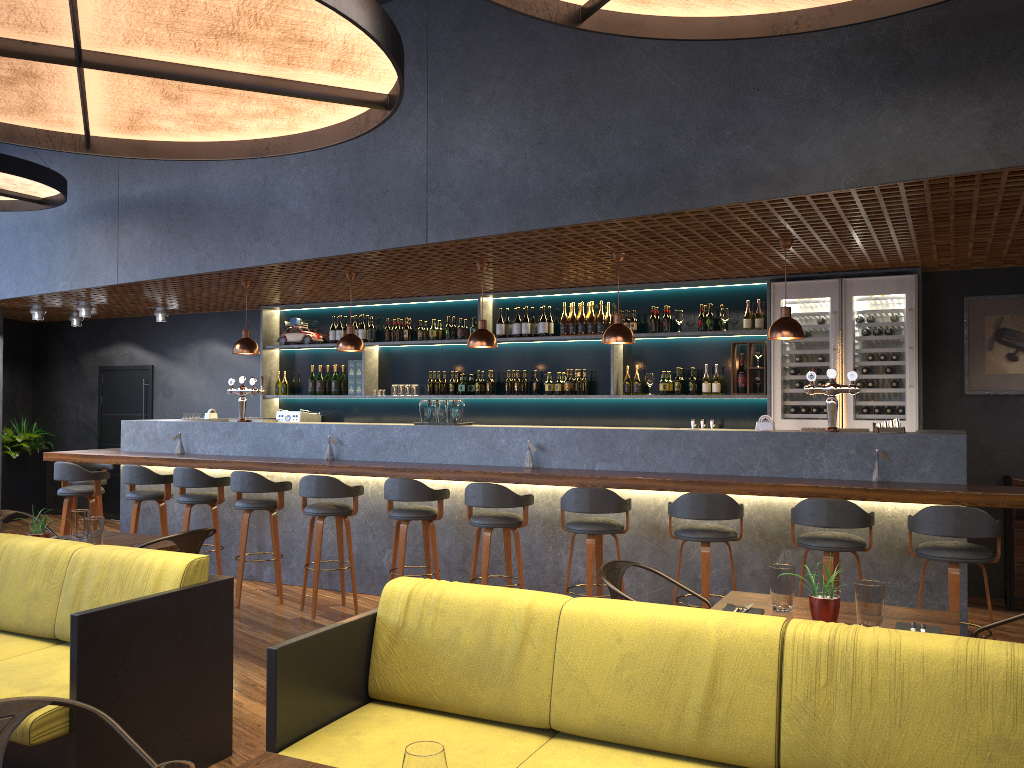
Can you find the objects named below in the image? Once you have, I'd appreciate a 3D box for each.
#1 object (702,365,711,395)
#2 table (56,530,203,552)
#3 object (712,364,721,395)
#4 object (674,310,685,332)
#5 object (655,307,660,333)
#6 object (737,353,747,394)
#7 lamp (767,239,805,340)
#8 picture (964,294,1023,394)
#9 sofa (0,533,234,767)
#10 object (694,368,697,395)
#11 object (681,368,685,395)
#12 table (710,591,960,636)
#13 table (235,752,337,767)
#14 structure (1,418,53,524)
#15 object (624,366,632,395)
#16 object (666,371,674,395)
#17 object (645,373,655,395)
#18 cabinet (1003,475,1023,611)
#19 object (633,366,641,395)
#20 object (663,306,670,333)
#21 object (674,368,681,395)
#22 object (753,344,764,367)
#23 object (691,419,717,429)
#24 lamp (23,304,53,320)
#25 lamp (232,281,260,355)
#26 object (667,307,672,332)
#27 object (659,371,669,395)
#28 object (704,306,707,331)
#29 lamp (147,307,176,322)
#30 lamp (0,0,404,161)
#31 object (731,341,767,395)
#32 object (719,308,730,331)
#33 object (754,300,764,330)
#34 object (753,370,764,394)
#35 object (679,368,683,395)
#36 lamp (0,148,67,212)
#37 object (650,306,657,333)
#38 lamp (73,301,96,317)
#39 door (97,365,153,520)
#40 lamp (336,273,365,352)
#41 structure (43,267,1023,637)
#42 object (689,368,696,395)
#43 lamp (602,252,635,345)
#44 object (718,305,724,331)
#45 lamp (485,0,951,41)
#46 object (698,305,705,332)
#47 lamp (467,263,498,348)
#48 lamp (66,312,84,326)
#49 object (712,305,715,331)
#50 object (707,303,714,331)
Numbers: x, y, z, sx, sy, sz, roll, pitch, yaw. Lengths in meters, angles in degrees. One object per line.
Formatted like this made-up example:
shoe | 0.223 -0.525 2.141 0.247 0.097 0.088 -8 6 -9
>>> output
object | 1.793 -0.039 8.176 0.079 0.281 0.079 0 -1 0
table | -2.453 1.311 5.105 0.887 0.763 0.906 0 -1 26
object | 1.877 -0.040 8.134 0.079 0.281 0.079 0 -1 20
object | 1.551 -0.580 8.226 0.097 0.206 0.097 0 -1 -5
object | 1.375 -0.600 8.412 0.063 0.254 0.063 0 -1 -11
object | 2.075 -0.093 8.005 0.091 0.369 0.092 0 -1 -4
lamp | 1.877 -0.646 6.079 0.250 0.673 0.250 1 -1 -31
picture | 4.209 -0.322 7.109 1.039 0.809 0.028 0 -1 26
sofa | -2.846 1.219 4.262 3.061 0.914 0.966 0 -1 26
object | 1.695 -0.023 8.272 0.063 0.254 0.063 -1 -1 34
object | 1.593 -0.021 8.351 0.063 0.254 0.063 0 -1 -11
table | 1.181 1.287 3.330 0.906 0.763 0.887 0 -1 26
table | -0.390 1.248 1.512 0.887 0.763 0.906 0 -1 26
structure | -6.816 0.968 4.721 0.808 1.413 17.112 0 -1 1
object | 1.112 -0.033 8.515 0.079 0.281 0.079 0 -1 30
object | 1.479 -0.007 8.365 0.088 0.224 0.088 0 -1 21
object | 1.301 0.001 8.360 0.097 0.206 0.097 0 -1 -5
cabinet | 4.136 1.239 6.867 0.553 1.007 0.473 0 -1 26
object | 1.195 -0.034 8.474 0.079 0.281 0.079 0 -1 5
object | 1.438 -0.603 8.277 0.063 0.254 0.063 0 -1 -1
object | 1.534 -0.024 8.198 0.063 0.254 0.063 0 -1 29
object | 2.206 -0.250 7.944 0.097 0.206 0.097 1 -1 -23
object | 1.783 0.570 8.182 0.310 0.492 0.204 0 -1 26
lamp | -5.584 -0.843 10.447 0.228 0.172 0.228 0 -1 26
lamp | -2.468 -0.616 8.241 0.250 0.673 0.250 0 -1 14
object | 1.479 -0.601 8.362 0.063 0.254 0.063 0 -1 14
object | 1.416 -0.009 8.274 0.088 0.224 0.088 0 -1 -4
object | 1.799 -0.602 8.256 0.063 0.254 0.063 1 -1 -36
lamp | -4.211 -0.836 10.650 0.228 0.172 0.228 0 -1 26
lamp | -1.862 -2.072 3.831 2.778 1.475 2.778 0 -1 -9
object | 2.139 -0.139 7.972 0.300 0.475 0.161 0 -1 26
object | 1.933 -0.582 8.054 0.097 0.206 0.097 0 -1 -5
object | 2.220 -0.619 7.974 0.079 0.281 0.079 0 -1 -5
object | 2.205 -0.017 7.940 0.097 0.206 0.097 1 -1 -23
object | 1.564 -0.023 8.273 0.063 0.254 0.063 1 -1 -36
lamp | -4.945 -2.244 7.665 1.979 1.093 1.979 0 -1 -10
object | 1.326 -0.602 8.324 0.063 0.254 0.063 0 -1 24
lamp | -4.845 -0.848 10.060 0.228 0.172 0.228 0 -1 26
door | -5.120 0.784 11.764 1.012 2.056 0.137 0 -1 26
lamp | -1.400 -0.624 7.710 0.250 0.673 0.250 1 -1 -31
structure | 0.322 0.396 7.544 9.298 2.700 2.700 0 -1 26
object | 1.666 -0.024 8.193 0.063 0.254 0.063 0 -1 -11
lamp | 0.795 -0.639 6.617 0.250 0.673 0.250 1 -1 -31
object | 1.939 -0.603 8.190 0.063 0.254 0.063 -1 -1 34
lamp | 0.889 -2.260 2.902 2.778 1.159 2.778 0 -1 -13
object | 1.747 -0.604 8.169 0.063 0.254 0.063 1 -1 -21
lamp | -0.238 -0.632 7.131 0.250 0.673 0.250 1 -1 -31
lamp | -5.564 -0.826 11.323 0.228 0.172 0.228 0 -1 26
object | 1.836 -0.603 8.169 0.063 0.254 0.063 0 -1 -11
object | 1.805 -0.605 8.072 0.063 0.254 0.063 1 -1 -36
